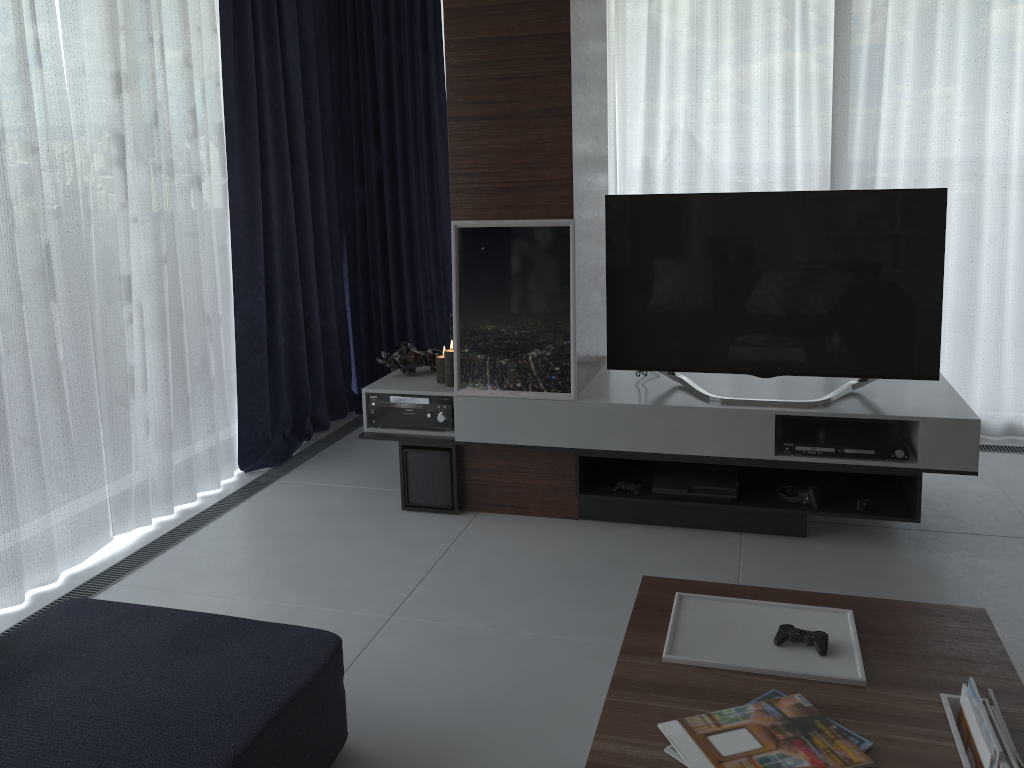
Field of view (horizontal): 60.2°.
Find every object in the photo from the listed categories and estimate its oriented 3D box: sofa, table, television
[{"bbox_3d":[-0.236,0.820,1.126,2.874,0.599,1.928,2,13,16],"label":"sofa"},{"bbox_3d":[0.618,0.763,1.819,0.800,0.347,0.818,2,13,16],"label":"table"},{"bbox_3d":[0.975,-0.343,3.390,1.231,0.776,0.301,2,10,16],"label":"television"}]

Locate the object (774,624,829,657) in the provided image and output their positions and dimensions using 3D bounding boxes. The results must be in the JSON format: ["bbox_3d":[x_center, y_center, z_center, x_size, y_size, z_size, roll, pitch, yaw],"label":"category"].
[{"bbox_3d":[0.632,0.550,1.921,0.113,0.036,0.071,5,14,29],"label":"object"}]

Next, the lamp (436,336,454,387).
[{"bbox_3d":[-0.272,-0.104,3.760,0.077,0.208,0.155,-6,11,-25],"label":"lamp"}]

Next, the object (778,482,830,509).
[{"bbox_3d":[1.093,0.404,3.338,0.118,0.078,0.185,-13,17,-43],"label":"object"}]

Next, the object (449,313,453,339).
[{"bbox_3d":[-0.216,-0.225,4.234,0.168,0.226,0.170,-3,10,-7],"label":"object"}]

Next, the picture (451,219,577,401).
[{"bbox_3d":[0.006,-0.291,3.464,0.500,0.691,0.054,1,9,16],"label":"picture"}]

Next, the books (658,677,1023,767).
[{"bbox_3d":[4.379,0.553,1.906,8.237,0.368,0.411,-3,11,-5],"label":"books"}]

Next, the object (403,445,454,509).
[{"bbox_3d":[-0.314,0.365,3.765,0.213,0.248,0.258,1,11,16],"label":"object"}]

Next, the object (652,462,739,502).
[{"bbox_3d":[0.731,0.380,3.496,0.314,0.066,0.318,2,13,16],"label":"object"}]

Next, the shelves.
[{"bbox_3d":[0.606,0.221,3.803,2.350,0.492,0.886,2,13,16],"label":"shelves"}]

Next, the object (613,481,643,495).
[{"bbox_3d":[0.462,0.406,3.487,0.113,0.036,0.071,5,14,29],"label":"object"}]

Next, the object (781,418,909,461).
[{"bbox_3d":[1.239,0.208,3.333,0.430,0.052,0.341,2,14,16],"label":"object"}]

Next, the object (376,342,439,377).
[{"bbox_3d":[-0.456,-0.118,3.970,0.312,0.148,0.139,-8,12,-26],"label":"object"}]

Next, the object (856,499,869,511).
[{"bbox_3d":[1.282,0.441,3.225,0.044,0.043,0.044,2,11,16],"label":"object"}]

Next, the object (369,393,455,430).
[{"bbox_3d":[-0.382,0.082,3.851,0.369,0.148,0.374,2,13,16],"label":"object"}]

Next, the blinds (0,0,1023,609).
[{"bbox_3d":[0.636,-0.335,1.292,5.804,2.733,7.243,3,13,19],"label":"blinds"}]
